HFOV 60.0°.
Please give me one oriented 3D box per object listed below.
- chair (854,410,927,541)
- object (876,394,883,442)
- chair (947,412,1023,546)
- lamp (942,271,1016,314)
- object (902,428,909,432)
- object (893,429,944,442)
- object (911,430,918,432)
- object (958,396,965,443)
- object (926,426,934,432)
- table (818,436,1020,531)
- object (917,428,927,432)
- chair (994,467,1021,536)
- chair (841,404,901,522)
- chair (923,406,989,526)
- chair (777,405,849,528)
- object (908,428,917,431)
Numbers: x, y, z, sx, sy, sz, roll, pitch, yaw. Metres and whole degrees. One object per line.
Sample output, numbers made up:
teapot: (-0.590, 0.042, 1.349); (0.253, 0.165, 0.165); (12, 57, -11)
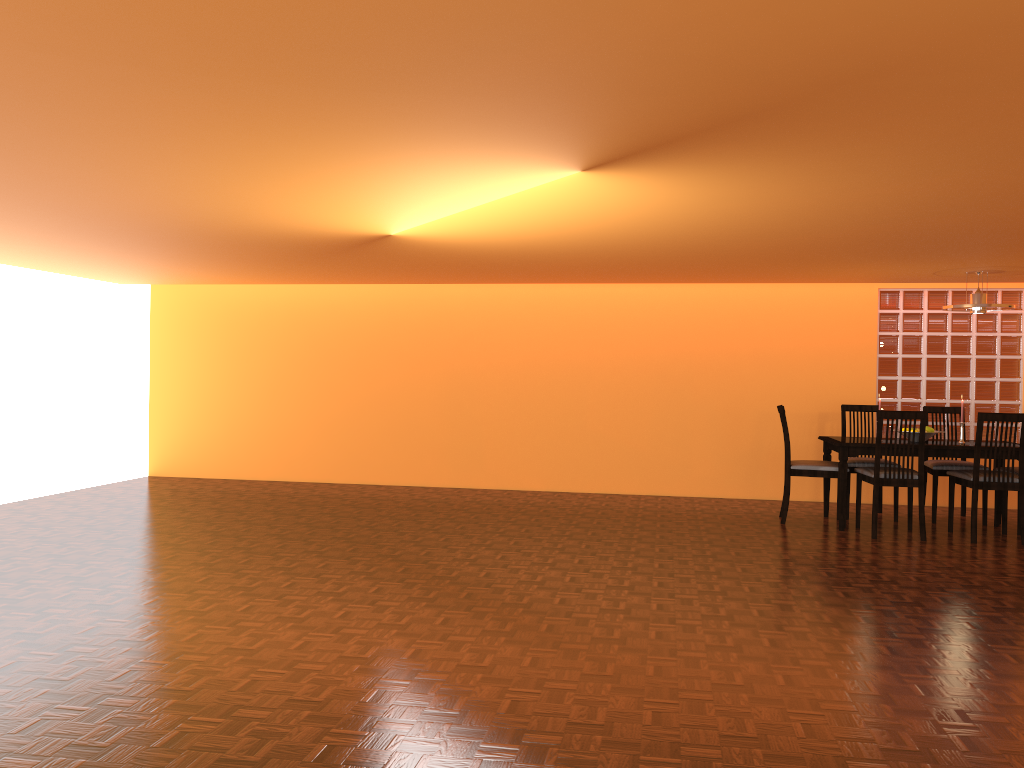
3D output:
chair: (2.433, 0.566, 5.670); (0.373, 0.809, 0.465); (1, 1, 10)
object: (2.467, 0.222, 5.950); (0.044, 0.326, 0.044); (1, 1, -1)
chair: (3.001, 0.576, 5.572); (0.373, 0.809, 0.465); (1, 1, 10)
lamp: (3.105, -0.606, 5.903); (0.435, 0.274, 0.435); (1, 1, 32)
object: (2.645, 0.317, 5.960); (0.055, 0.046, 0.046); (1, 1, -7)
object: (2.737, 0.352, 5.987); (0.337, 0.072, 0.337); (1, 1, -24)
object: (2.685, 0.329, 5.930); (0.046, 0.046, 0.055); (1, 1, -27)
object: (3.015, 0.230, 5.940); (0.044, 0.326, 0.044); (1, 1, -1)
object: (2.809, 0.318, 5.977); (0.069, 0.066, 0.069); (1, 1, 20)
table: (2.770, 0.681, 5.971); (1.259, 0.584, 0.697); (1, 1, 10)
object: (2.747, 0.331, 5.927); (0.066, 0.070, 0.055); (1, 1, -9)
chair: (3.503, 0.581, 5.863); (0.465, 0.809, 0.373); (1, 1, 5)
chair: (2.565, 0.560, 6.425); (0.373, 0.809, 0.465); (1, 1, 10)
chair: (3.134, 0.570, 6.326); (0.373, 0.809, 0.465); (1, 1, 10)
chair: (2.064, 0.556, 6.121); (0.465, 0.809, 0.373); (1, 1, 15)
object: (2.715, 0.337, 6.021); (0.087, 0.076, 0.089); (1, 1, 16)
